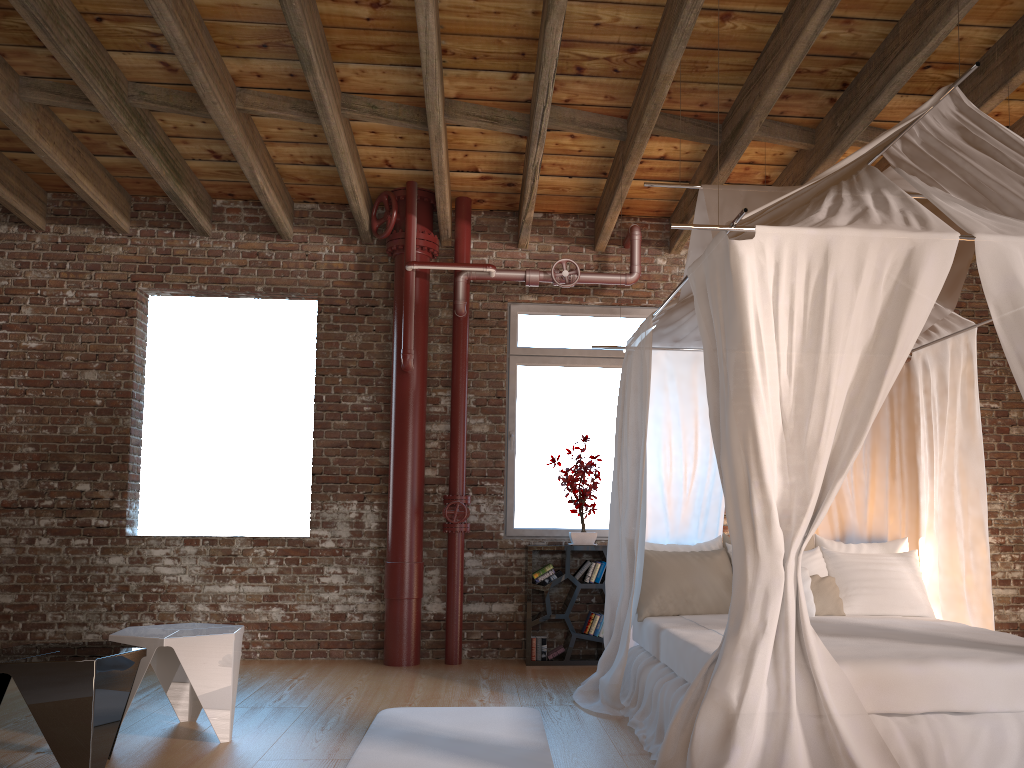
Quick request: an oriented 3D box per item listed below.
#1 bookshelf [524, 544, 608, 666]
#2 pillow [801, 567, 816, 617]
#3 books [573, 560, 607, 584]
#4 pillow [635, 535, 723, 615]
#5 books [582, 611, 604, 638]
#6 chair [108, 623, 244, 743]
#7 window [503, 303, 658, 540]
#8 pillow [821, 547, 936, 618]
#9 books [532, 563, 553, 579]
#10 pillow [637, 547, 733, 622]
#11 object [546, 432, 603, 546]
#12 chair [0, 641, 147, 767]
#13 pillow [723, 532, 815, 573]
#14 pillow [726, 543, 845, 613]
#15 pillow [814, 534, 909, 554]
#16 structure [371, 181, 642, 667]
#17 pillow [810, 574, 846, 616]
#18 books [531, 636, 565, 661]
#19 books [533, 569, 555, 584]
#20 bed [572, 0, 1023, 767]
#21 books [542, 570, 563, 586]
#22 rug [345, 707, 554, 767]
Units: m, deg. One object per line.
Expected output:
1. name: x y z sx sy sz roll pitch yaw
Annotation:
1. bookshelf: 0.522 1.599 6.425 0.849 0.840 0.297 1 -5 -5
2. pillow: 1.511 1.174 4.994 0.380 0.289 0.219 0 -6 5
3. books: 0.562 1.356 6.375 0.242 0.165 0.136 1 -6 -4
4. pillow: 0.997 1.156 5.320 0.628 0.490 0.202 1 -5 -4
5. books: 0.608 1.730 6.352 0.201 0.180 0.136 1 -6 -4
6. chair: -1.563 1.397 4.122 0.634 0.487 0.525 7 -9 -40
7. window: 0.581 0.284 6.771 1.335 1.837 0.170 1 -4 -5
8. pillow: 2.176 1.188 5.234 0.623 0.430 0.297 1 -6 -4
9. books: 0.218 1.346 6.345 0.153 0.108 0.136 1 -7 -4
10. pillow: 1.004 1.160 5.122 0.609 0.412 0.363 2 -6 -7
11. object: 0.473 0.761 6.465 0.414 0.835 0.401 1 -5 -8
12. chair: -1.768 1.286 3.425 0.603 0.487 0.551 -5 -9 40
13. pillow: 1.574 1.155 5.380 0.627 0.491 0.211 1 -5 -5
14. pillow: 1.587 1.138 5.177 0.608 0.400 0.353 2 -6 -7
15. pillow: 2.168 1.174 5.432 0.626 0.496 0.211 1 -5 -5
16. structure: -0.065 0.267 6.339 1.984 3.442 0.584 1 -4 -5
17. pillow: 1.749 1.208 5.048 0.286 0.232 0.164 1 -6 -6
18. books: 0.257 1.890 6.310 0.247 0.159 0.136 1 -6 -4
19. books: 0.231 1.381 6.343 0.153 0.108 0.136 1 -7 -4
20. bed: 1.643 -0.216 4.429 2.477 3.857 2.709 1 -6 -3
21. books: 0.288 1.394 6.347 0.156 0.113 0.136 1 -7 -4
22. rug: -0.262 1.636 4.060 0.852 0.007 1.459 1 -9 -2
